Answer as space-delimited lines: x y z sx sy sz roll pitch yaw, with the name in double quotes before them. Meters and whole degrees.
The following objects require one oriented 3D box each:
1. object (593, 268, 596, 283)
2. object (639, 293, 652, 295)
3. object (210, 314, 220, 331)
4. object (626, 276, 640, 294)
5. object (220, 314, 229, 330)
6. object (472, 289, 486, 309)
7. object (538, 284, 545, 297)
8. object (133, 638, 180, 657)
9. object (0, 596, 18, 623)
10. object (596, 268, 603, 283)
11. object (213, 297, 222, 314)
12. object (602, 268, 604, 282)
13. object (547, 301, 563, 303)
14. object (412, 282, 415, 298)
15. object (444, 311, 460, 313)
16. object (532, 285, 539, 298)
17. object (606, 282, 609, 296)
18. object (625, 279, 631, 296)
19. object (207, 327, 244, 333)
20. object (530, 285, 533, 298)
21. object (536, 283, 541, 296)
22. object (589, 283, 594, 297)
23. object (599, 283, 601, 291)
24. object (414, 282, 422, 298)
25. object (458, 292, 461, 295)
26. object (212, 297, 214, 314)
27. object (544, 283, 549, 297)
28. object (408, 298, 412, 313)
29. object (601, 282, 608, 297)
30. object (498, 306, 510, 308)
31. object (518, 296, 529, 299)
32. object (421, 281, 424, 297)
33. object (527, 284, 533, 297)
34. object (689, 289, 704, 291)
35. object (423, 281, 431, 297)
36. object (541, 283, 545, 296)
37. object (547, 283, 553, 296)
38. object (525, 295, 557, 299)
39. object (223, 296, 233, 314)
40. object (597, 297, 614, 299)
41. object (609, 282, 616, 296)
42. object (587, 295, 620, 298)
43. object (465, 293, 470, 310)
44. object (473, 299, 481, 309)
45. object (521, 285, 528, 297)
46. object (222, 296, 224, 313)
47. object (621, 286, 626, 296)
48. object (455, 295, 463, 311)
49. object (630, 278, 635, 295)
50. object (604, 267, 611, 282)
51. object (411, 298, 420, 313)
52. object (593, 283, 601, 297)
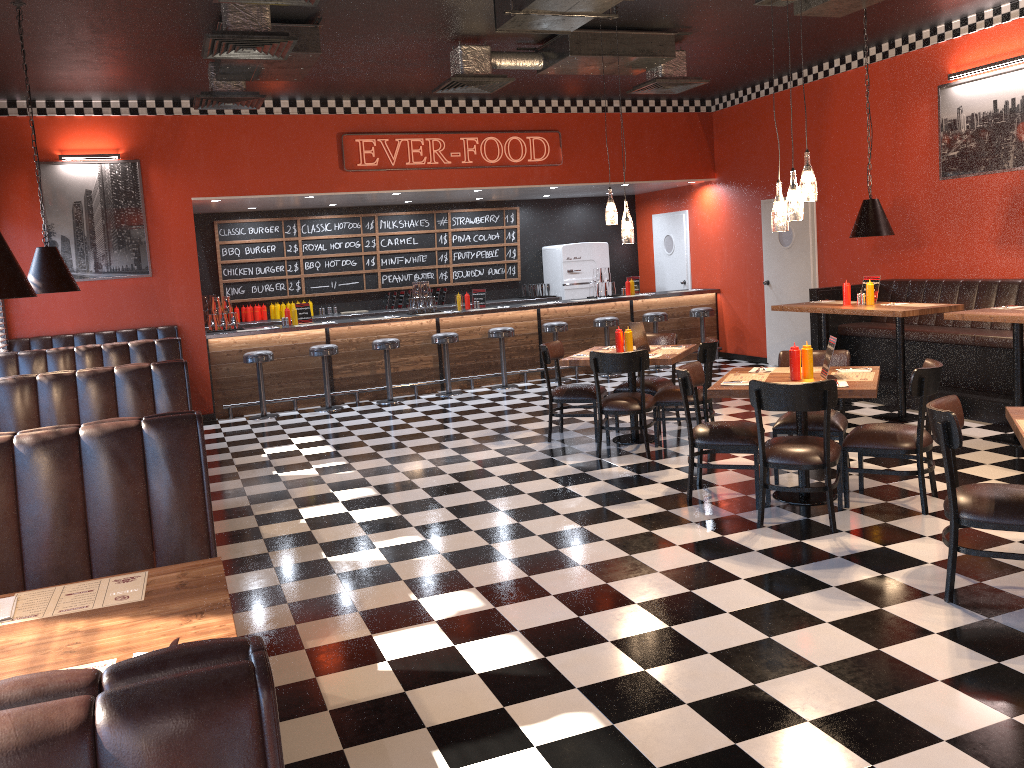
"object" 1.200 -1.547 12.634 0.105 0.208 0.106 -1 7 24
"object" 1.913 -1.282 12.597 0.158 0.019 0.256 -8 9 -26
"object" -3.595 -0.736 10.709 0.106 0.208 0.105 -8 8 -36
"object" 1.752 -1.425 12.832 0.188 0.256 0.073 -2 6 14
"object" -3.490 -0.747 10.738 0.106 0.208 0.105 -8 8 -36
"object" -0.443 -1.144 11.908 0.188 0.256 0.073 -2 6 14
"object" 0.453 -1.437 13.696 0.105 0.208 0.106 -1 7 24
"object" -0.810 0.647 2.056 0.157 0.019 0.256 -6 8 -15
"object" -1.458 0.635 2.440 0.158 0.019 0.256 -8 9 -25
"object" 1.238 -1.538 12.551 0.105 0.208 0.106 -1 7 24
"object" -3.562 -0.948 10.706 0.106 0.208 0.105 -8 8 -36
"object" 1.305 -1.561 12.684 0.105 0.208 0.106 -1 7 24
"object" 0.575 -1.113 12.048 0.158 0.019 0.256 -7 9 -20
"object" -1.271 -1.243 11.684 0.105 0.208 0.106 -1 7 24
"object" -0.792 -0.943 11.511 0.158 0.019 0.256 -8 9 -25
"object" 0.360 -1.418 13.608 0.105 0.208 0.106 -1 7 24
"object" 1.373 -1.361 12.724 0.105 0.208 0.106 -1 7 24
"object" 1.654 -1.380 12.629 0.068 0.237 0.068 -3 6 10
"object" -3.491 -0.660 10.809 0.437 0.018 0.274 -7 9 -21
"object" 0.331 -1.432 13.713 0.105 0.208 0.106 -1 7 24
"object" 0.441 -1.498 14.124 0.105 0.208 0.106 -1 7 24
"object" 1.151 -1.336 12.652 0.105 0.208 0.106 -1 7 24
"object" 1.263 -1.348 12.681 0.105 0.208 0.106 -1 7 24
"object" -1.234 -1.234 11.601 0.105 0.208 0.106 -1 7 24
"object" -0.706 -1.105 11.830 0.068 0.237 0.068 -5 6 -8
"object" -3.599 -0.957 10.789 0.106 0.208 0.105 -8 8 -36
"object" 0.543 -1.458 13.797 0.105 0.208 0.106 -1 7 24
"object" -1.320 -1.032 11.702 0.105 0.208 0.106 -1 7 24
"object" 1.309 -1.337 12.583 0.105 0.208 0.106 -1 7 24
"object" -0.110 -1.023 11.746 0.157 0.019 0.256 -5 8 -5
"object" 0.336 -1.379 14.011 0.437 0.018 0.274 -7 9 -21
"object" -1.166 -1.258 11.735 0.105 0.208 0.106 -1 7 24
"object" 0.295 -1.459 13.919 0.105 0.208 0.106 -1 7 24
"object" 2.667 -1.375 12.886 0.157 0.019 0.256 -5 8 -11
"object" -1.120 -1.246 11.632 0.105 0.208 0.106 -1 7 24
"object" 0.481 -1.484 14.005 0.105 0.208 0.106 -1 7 24
"object" 0.591 -1.446 13.693 0.105 0.208 0.106 -1 7 24
"object" 0.454 -1.347 13.732 0.437 0.018 0.274 -7 9 -21
"object" -3.448 -0.960 10.738 0.106 0.208 0.105 -8 8 -36
"object" 1.288 -1.201 12.327 0.158 0.019 0.256 -8 9 -25
"object" 1.426 -1.350 12.620 0.105 0.208 0.106 -1 7 24
"object" 1.309 -1.249 12.654 0.437 0.018 0.274 -7 9 -21
"object" -0.596 -1.114 11.837 0.068 0.237 0.068 -5 6 -8
"object" -0.472 -1.066 11.813 0.093 0.135 0.047 0 7 29
"object" 0.197 -1.463 13.995 0.105 0.208 0.106 -1 7 24
"object" -3.494 -0.972 10.840 0.106 0.208 0.105 -8 8 -36
"object" 1.608 -1.337 12.718 0.094 0.135 0.047 -7 7 -26
"object" -0.698 -1.068 11.669 0.105 0.208 0.106 -1 7 24
"object" 1.720 -1.394 12.695 0.068 0.237 0.068 1 7 38
"object" 1.351 -1.550 12.582 0.105 0.208 0.106 -1 7 24
"object" -1.267 -1.022 11.604 0.105 0.208 0.106 -1 7 24
"object" 1.204 -1.325 12.553 0.105 0.208 0.106 -1 7 24
